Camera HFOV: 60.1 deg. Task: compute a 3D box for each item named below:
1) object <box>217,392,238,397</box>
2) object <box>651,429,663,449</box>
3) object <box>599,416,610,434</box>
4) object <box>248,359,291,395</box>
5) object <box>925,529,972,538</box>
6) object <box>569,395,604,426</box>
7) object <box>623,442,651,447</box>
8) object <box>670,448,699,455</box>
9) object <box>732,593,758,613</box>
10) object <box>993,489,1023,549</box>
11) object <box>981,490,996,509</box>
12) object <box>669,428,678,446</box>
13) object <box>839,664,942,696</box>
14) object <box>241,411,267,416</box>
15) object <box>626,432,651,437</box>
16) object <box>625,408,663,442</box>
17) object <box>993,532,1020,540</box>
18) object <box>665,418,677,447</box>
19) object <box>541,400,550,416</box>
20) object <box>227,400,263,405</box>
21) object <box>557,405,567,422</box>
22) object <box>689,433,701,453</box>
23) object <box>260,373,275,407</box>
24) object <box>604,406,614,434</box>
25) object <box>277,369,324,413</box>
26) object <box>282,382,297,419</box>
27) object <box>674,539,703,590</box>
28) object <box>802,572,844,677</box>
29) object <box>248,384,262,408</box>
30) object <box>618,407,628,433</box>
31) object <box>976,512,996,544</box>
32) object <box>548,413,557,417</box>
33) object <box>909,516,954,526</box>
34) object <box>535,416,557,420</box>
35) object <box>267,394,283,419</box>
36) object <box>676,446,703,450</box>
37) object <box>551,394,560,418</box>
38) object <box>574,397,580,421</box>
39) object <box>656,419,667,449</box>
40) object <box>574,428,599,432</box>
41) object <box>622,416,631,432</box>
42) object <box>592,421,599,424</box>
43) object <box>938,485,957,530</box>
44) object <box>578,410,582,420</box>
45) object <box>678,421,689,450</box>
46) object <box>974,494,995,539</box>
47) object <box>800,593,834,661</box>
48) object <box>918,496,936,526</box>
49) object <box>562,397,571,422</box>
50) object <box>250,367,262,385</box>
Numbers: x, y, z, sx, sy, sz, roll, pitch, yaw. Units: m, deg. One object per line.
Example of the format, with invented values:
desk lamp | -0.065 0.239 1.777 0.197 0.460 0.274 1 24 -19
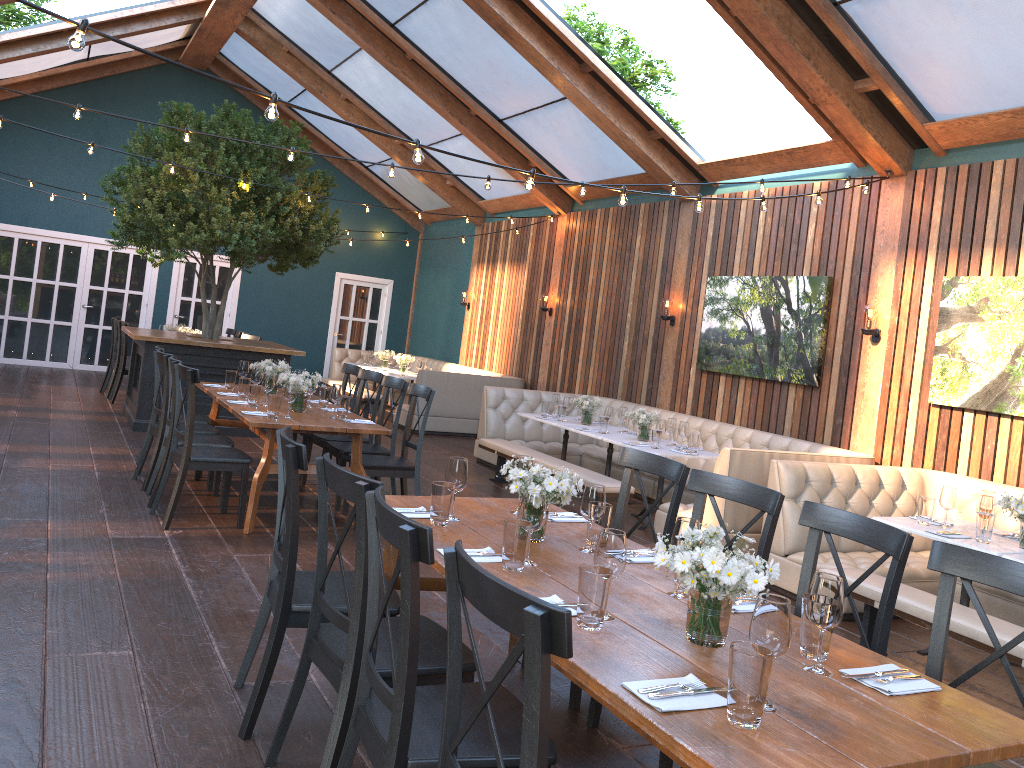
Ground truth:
object | -2.195 0.080 6.994 0.254 0.019 0.158 5 4 -27
object | 1.213 0.465 7.448 0.091 0.158 0.092 7 1 -41
object | 0.844 0.378 8.153 0.091 0.158 0.092 7 1 -41
object | -2.013 -0.066 7.386 0.335 0.309 0.330 6 2 -32
object | 2.454 0.835 4.949 0.254 0.019 0.158 5 4 -27
object | 0.747 0.252 8.819 0.335 0.309 0.330 7 2 -16
object | 1.088 0.513 7.566 0.254 0.019 0.158 5 4 -27
object | 1.428 0.564 7.411 0.157 0.019 0.256 5 4 -27
object | 0.707 0.685 2.790 0.254 0.019 0.158 5 4 -27
object | 2.819 0.743 4.799 0.329 0.309 0.337 7 2 -6
object | 2.771 0.748 5.169 0.092 0.244 0.092 7 0 20
object | 1.442 0.467 7.903 0.091 0.158 0.092 7 1 -41
object | 0.947 0.746 2.248 0.254 0.019 0.158 5 4 -27
object | -1.704 0.198 6.018 0.254 0.019 0.158 5 4 -27
object | 1.205 0.476 8.449 0.254 0.019 0.158 5 4 -27
object | 1.189 0.356 7.969 0.335 0.309 0.330 7 2 -11
object | 2.921 0.881 5.148 0.254 0.019 0.158 5 4 -27
object | 1.400 0.424 7.805 0.092 0.244 0.092 7 0 20
object | 0.346 0.255 9.209 0.091 0.158 0.092 7 1 -41
object | -1.970 0.135 6.535 0.254 0.019 0.158 5 4 -27
object | 0.496 0.295 8.842 0.091 0.158 0.092 7 1 -41
object | 1.554 0.503 7.529 0.092 0.158 0.091 7 0 9
object | -1.802 0.043 6.519 0.092 0.244 0.092 7 0 -25
object | 0.897 0.336 8.252 0.092 0.244 0.092 7 0 20
object | -1.556 0.045 6.442 0.329 0.309 0.336 7 2 10
object | -1.510 0.109 6.006 0.092 0.244 0.092 7 0 -25
object | 0.579 0.592 2.916 0.092 0.158 0.092 7 0 -1
object | 0.796 0.613 2.265 0.092 0.244 0.092 7 0 15
object | -1.860 0.087 6.385 0.092 0.158 0.092 7 0 -1
object | 1.055 0.343 8.470 0.092 0.244 0.092 7 0 20
object | 2.579 0.787 4.831 0.091 0.158 0.092 7 1 -41
object | 0.455 0.332 9.325 0.157 0.019 0.256 5 4 -27
object | 2.538 0.824 5.314 0.157 0.019 0.256 5 4 -27
object | 0.371 0.343 8.960 0.254 0.019 0.158 5 4 -27
object | -1.579 0.152 5.873 0.092 0.158 0.091 7 0 9
object | 1.550 0.558 7.783 0.254 0.019 0.158 5 4 -27
object | 0.449 0.227 9.161 0.092 0.244 0.092 7 0 20
object | 0.687 0.256 9.180 0.092 0.244 0.092 7 0 20
object | 1.266 0.423 7.547 0.092 0.244 0.092 7 0 -25
object | 0.719 0.426 8.271 0.254 0.019 0.158 5 4 -27
object | 1.098 0.386 8.568 0.091 0.158 0.092 7 1 -41
object | 0.837 0.389 9.159 0.254 0.019 0.158 5 4 -27
object | 2.532 0.719 5.150 0.092 0.244 0.092 7 0 20
object | 0.730 0.299 9.278 0.091 0.158 0.092 7 1 -41
object | 1.462 0.445 7.577 0.092 0.244 0.092 7 0 20
object | 2.632 0.744 4.930 0.092 0.244 0.092 7 0 20
object | 0.817 0.653 2.370 0.092 0.158 0.092 7 0 -1
object | 2.429 0.747 5.197 0.091 0.158 0.092 7 1 -41
object | 0.549 0.252 8.941 0.092 0.244 0.092 7 0 20
object | -2.020 -0.010 6.971 0.092 0.244 0.092 7 0 -30
